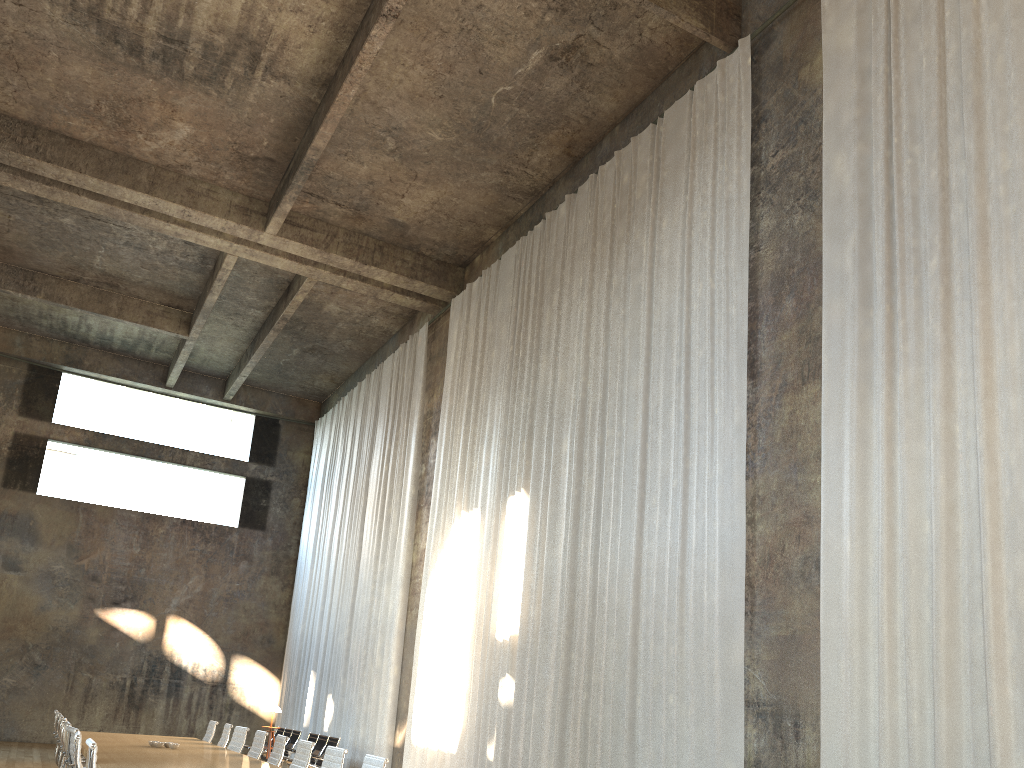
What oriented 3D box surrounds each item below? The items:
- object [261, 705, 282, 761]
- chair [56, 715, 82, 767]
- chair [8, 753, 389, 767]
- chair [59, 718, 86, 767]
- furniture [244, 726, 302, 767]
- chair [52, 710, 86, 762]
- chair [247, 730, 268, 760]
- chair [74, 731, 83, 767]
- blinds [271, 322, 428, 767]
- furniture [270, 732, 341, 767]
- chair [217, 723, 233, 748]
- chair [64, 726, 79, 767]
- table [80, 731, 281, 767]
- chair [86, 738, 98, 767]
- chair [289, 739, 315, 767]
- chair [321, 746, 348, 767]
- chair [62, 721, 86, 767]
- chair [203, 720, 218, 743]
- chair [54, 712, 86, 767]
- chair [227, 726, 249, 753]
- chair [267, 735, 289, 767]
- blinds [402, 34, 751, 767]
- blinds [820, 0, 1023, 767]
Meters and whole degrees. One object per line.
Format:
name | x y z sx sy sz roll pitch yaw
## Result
object | -3.773 5.500 13.258 0.570 1.253 0.682 3 -16 6
chair | -4.611 4.089 9.399 0.705 0.990 0.683 11 -18 -21
chair | -3.784 2.473 4.972 13.107 0.997 32.277 15 -23 -24
chair | -4.180 3.829 8.625 0.704 0.990 0.684 10 -17 -18
furniture | -4.771 7.185 17.297 0.716 0.813 1.918 13 -21 -25
chair | -5.499 4.632 11.009 0.705 0.990 0.683 11 -18 -20
chair | -3.002 4.195 9.334 0.705 0.990 0.683 11 -18 -21
chair | -2.910 3.053 6.321 0.704 0.990 0.684 10 -17 -18
blinds | -3.745 3.908 19.226 0.278 8.349 8.014 12 -19 -26
furniture | -3.635 6.491 15.237 0.716 0.813 1.918 13 -21 -25
chair | -3.863 4.713 10.872 0.704 0.990 0.684 10 -17 -18
chair | -3.325 3.299 7.056 0.707 0.990 0.681 13 -18 -26
table | -3.328 3.994 8.525 1.620 0.733 7.903 14 -23 -24
chair | -2.468 2.810 5.592 0.705 0.990 0.683 11 -18 -21
chair | -2.155 3.678 7.799 0.705 0.990 0.683 11 -18 -21
chair | -1.716 3.412 7.008 0.706 0.990 0.682 12 -18 -23
chair | -3.764 3.572 7.864 0.705 0.990 0.683 11 -18 -21
chair | -4.300 4.957 11.605 0.705 0.990 0.683 11 -18 -21
chair | -5.049 4.356 10.190 0.706 0.990 0.682 12 -18 -23
chair | -3.456 4.464 10.134 0.707 0.990 0.681 13 -18 -26
chair | -2.585 3.939 8.573 0.704 0.990 0.684 10 -17 -18
blinds | 0.381 1.388 11.746 0.278 8.348 8.024 11 -19 -24
blinds | 4.495 -1.125 4.289 0.278 8.348 8.024 11 -19 -24
